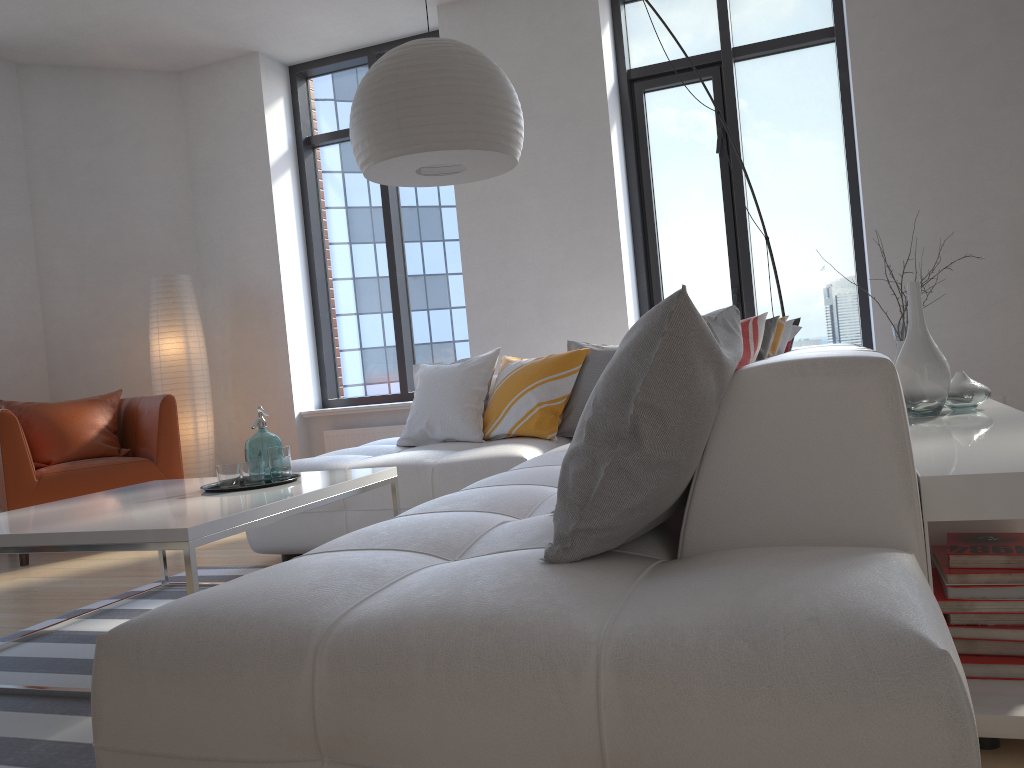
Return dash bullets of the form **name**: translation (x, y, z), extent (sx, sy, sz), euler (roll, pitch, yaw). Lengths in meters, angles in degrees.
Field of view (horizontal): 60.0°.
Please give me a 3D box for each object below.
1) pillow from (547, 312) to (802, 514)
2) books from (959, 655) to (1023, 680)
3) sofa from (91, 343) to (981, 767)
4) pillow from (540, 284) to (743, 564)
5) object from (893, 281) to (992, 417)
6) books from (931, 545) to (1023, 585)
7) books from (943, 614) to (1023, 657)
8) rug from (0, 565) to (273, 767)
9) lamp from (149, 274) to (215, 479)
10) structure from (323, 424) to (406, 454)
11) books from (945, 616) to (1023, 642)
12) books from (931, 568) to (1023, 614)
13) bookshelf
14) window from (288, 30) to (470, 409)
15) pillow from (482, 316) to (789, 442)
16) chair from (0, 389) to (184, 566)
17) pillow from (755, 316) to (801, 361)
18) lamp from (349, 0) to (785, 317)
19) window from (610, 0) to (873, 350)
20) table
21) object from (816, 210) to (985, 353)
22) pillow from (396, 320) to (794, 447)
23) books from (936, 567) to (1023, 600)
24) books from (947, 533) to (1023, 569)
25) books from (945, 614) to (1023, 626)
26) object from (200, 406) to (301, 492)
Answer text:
- **pillow**: translation (0.637, 0.038, 2.784), extent (0.575, 0.449, 2.250), euler (-5, 1, 18)
- **books**: translation (0.996, 0.537, 1.817), extent (0.227, 0.032, 0.301), euler (-5, 1, 20)
- **sofa**: translation (-0.137, 0.353, 2.987), extent (2.614, 0.732, 3.424), euler (-5, 1, 20)
- **pillow**: translation (0.291, 0.040, 2.808), extent (0.647, 0.453, 2.953), euler (-5, 1, 8)
- **object**: translation (1.242, -0.108, 2.699), extent (0.319, 0.398, 0.316), euler (-4, 1, 44)
- **books**: translation (0.976, 0.371, 1.831), extent (0.178, 0.025, 0.254), euler (-5, 1, 20)
- **books**: translation (0.991, 0.503, 1.835), extent (0.206, 0.034, 0.259), euler (-5, 1, 23)
- **rug**: translation (-1.034, 0.806, 2.596), extent (1.662, 0.016, 2.326), euler (-5, 1, 20)
- **lamp**: translation (-1.886, 0.061, 5.717), extent (0.804, 1.550, 0.502), euler (-6, 1, -19)
- **structure**: translation (-0.743, 0.498, 5.764), extent (1.015, 0.460, 0.110), euler (-5, 1, 20)
- **books**: translation (0.993, 0.474, 1.823), extent (0.187, 0.026, 0.266), euler (-5, 1, 26)
- **books**: translation (0.969, 0.425, 1.835), extent (0.191, 0.028, 0.261), euler (-5, 1, 20)
- **bookshelf**: translation (1.351, 0.332, 2.718), extent (0.356, 0.500, 2.600), euler (-5, 1, 20)
- **window**: translation (-0.808, -1.079, 6.056), extent (1.310, 2.402, 0.170), euler (-5, 1, 20)
- **pillow**: translation (0.308, 0.047, 3.467), extent (0.630, 0.440, 2.095), euler (-6, 1, -23)
- **chair**: translation (-2.421, 0.470, 4.982), extent (0.896, 0.858, 0.843), euler (-6, 1, -38)
- **pillow**: translation (0.739, -0.004, 3.093), extent (0.608, 0.436, 2.120), euler (-5, 1, 16)
- **lamp**: translation (0.811, -0.715, 3.841), extent (3.199, 2.647, 0.710), euler (-6, 1, -34)
- **window**: translation (1.343, -1.271, 5.260), extent (1.310, 2.402, 0.170), euler (-5, 1, 20)
- **table**: translation (-1.089, 0.584, 2.854), extent (1.091, 0.435, 1.091), euler (-5, 1, 20)
- **object**: translation (1.593, -0.330, 3.473), extent (0.406, 0.744, 0.607), euler (-6, 1, -30)
- **pillow**: translation (0.141, 0.039, 3.739), extent (0.580, 0.456, 2.156), euler (-6, 1, -44)
- **books**: translation (0.983, 0.396, 1.832), extent (0.179, 0.028, 0.269), euler (-5, 1, 21)
- **books**: translation (0.985, 0.343, 1.834), extent (0.152, 0.029, 0.206), euler (-5, 1, 26)
- **books**: translation (0.988, 0.448, 1.834), extent (0.182, 0.025, 0.257), euler (-5, 1, 20)
- **object**: translation (-0.898, 0.211, 3.014), extent (0.330, 0.265, 0.330), euler (-4, 1, 44)
